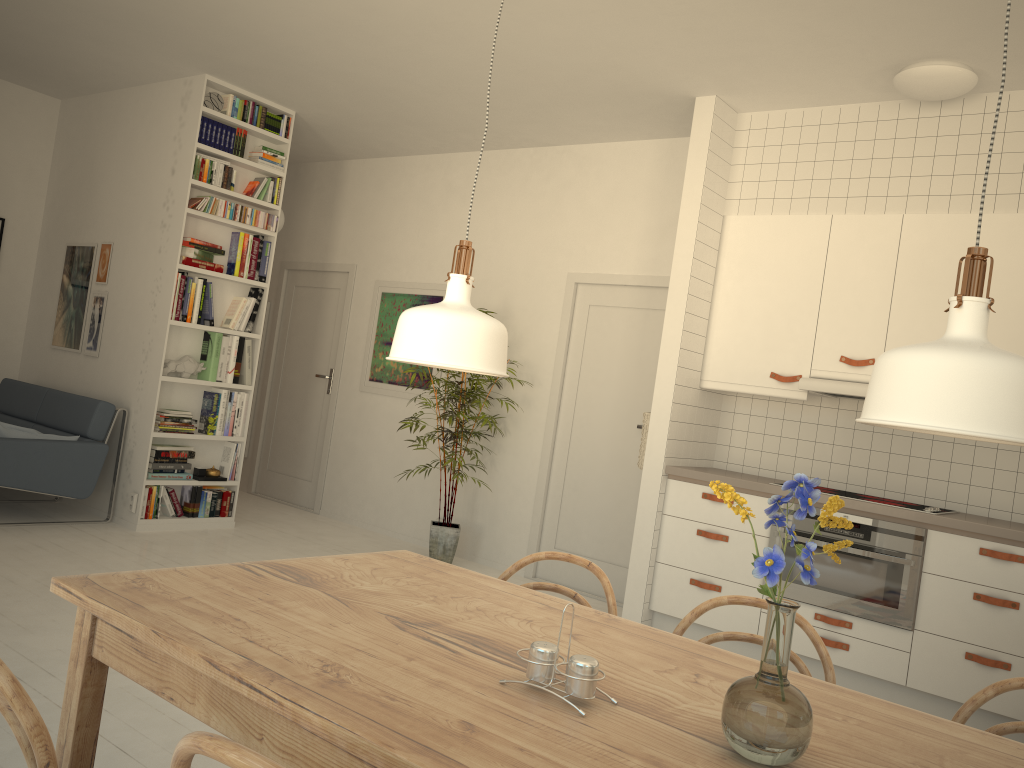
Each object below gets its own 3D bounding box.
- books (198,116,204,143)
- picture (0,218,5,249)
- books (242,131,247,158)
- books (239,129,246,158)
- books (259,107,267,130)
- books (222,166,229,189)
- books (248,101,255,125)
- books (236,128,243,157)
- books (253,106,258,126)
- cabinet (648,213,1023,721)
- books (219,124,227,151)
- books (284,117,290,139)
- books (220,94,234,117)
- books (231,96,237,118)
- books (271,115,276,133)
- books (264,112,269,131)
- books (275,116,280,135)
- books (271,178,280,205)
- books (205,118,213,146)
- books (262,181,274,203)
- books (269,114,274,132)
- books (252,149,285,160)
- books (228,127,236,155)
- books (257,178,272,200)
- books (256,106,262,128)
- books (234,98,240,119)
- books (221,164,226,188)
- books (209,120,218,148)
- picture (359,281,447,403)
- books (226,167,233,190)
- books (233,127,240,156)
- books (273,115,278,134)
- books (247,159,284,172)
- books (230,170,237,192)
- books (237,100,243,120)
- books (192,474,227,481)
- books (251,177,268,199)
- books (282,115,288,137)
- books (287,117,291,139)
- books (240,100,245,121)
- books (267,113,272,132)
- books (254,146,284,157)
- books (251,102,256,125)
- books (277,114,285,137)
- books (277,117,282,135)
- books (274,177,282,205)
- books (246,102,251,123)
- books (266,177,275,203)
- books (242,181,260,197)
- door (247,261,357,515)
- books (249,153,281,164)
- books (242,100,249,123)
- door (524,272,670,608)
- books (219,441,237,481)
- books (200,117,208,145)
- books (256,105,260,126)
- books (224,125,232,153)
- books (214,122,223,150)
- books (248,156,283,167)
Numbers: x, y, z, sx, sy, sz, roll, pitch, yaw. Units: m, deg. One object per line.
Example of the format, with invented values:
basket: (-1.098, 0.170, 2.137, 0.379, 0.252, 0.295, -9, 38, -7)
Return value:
books: (-2.050, -1.620, 5.665, 0.188, 0.179, 0.034, 8, -1, 38)
picture: (-3.895, -1.037, 6.314, 0.015, 0.402, 0.481, 8, -1, 38)
books: (-1.855, -1.595, 5.938, 0.205, 0.191, 0.020, 8, -1, 38)
books: (-1.858, -1.596, 5.915, 0.205, 0.191, 0.020, 8, -1, 38)
books: (-1.744, -1.795, 6.020, 0.200, 0.152, 0.032, 8, -1, 38)
books: (-1.948, -1.355, 5.845, 0.207, 0.155, 0.024, 8, -1, 38)
books: (-1.814, -1.807, 5.950, 0.228, 0.156, 0.024, 8, -1, 38)
books: (-1.877, -1.599, 5.904, 0.205, 0.191, 0.020, 8, -1, 38)
books: (-1.783, -1.793, 5.966, 0.201, 0.137, 0.019, 8, -1, 38)
cabinet: (2.251, 0.299, 2.522, 4.847, 2.160, 2.851, 8, -1, 38)
books: (-1.944, -1.604, 5.804, 0.188, 0.179, 0.034, 8, -1, 38)
books: (-1.633, -1.775, 6.176, 0.228, 0.151, 0.021, 8, -1, 38)
books: (-1.887, -1.816, 5.811, 0.155, 0.149, 0.026, 8, -1, 38)
books: (-1.889, -1.814, 5.837, 0.209, 0.146, 0.013, 8, -1, 38)
books: (-1.677, -1.773, 6.065, 0.150, 0.130, 0.017, 8, -1, 38)
books: (-1.708, -1.778, 6.023, 0.150, 0.130, 0.017, 8, -1, 38)
books: (-1.656, -1.770, 6.092, 0.150, 0.130, 0.017, 8, -1, 38)
books: (-1.699, -1.335, 6.160, 0.218, 0.188, 0.014, 8, -1, 38)
books: (-2.007, -1.614, 5.721, 0.188, 0.179, 0.034, 8, -1, 38)
books: (-1.727, -1.321, 6.121, 0.200, 0.153, 0.030, 8, -1, 38)
books: (-1.687, -1.775, 6.051, 0.150, 0.130, 0.017, 8, -1, 38)
books: (-1.692, -1.570, 6.094, 0.209, 0.016, 0.179, 8, -1, 43)
books: (-1.902, -1.597, 5.859, 0.188, 0.179, 0.034, 8, -1, 38)
books: (-1.756, -1.335, 6.088, 0.229, 0.168, 0.065, 8, -1, 38)
books: (-1.776, -1.800, 6.004, 0.212, 0.154, 0.032, 8, -1, 38)
books: (-1.859, -1.805, 5.836, 0.161, 0.137, 0.023, 8, -1, 38)
books: (-1.944, -1.357, 5.819, 0.176, 0.159, 0.013, 8, -1, 38)
books: (-1.986, -1.610, 5.748, 0.188, 0.179, 0.034, 8, -1, 38)
picture: (-0.810, -0.334, 6.712, 0.822, 0.877, 0.012, 8, -1, 38)
books: (-1.908, -1.348, 5.844, 0.176, 0.153, 0.023, 8, -1, 38)
books: (-1.892, -1.601, 5.890, 0.205, 0.191, 0.020, 8, -1, 38)
books: (-1.666, -1.771, 6.078, 0.150, 0.130, 0.017, 8, -1, 38)
books: (-1.727, -1.497, 6.103, 0.223, 0.038, 0.214, 8, -1, 38)
books: (-1.901, -1.342, 5.885, 0.189, 0.145, 0.020, 8, -1, 38)
books: (-1.878, -1.805, 5.881, 0.253, 0.131, 0.025, 8, -1, 38)
books: (-2.043, 0.631, 5.956, 0.130, 0.023, 0.214, 8, -1, 38)
books: (-1.786, -1.337, 6.070, 0.223, 0.165, 0.092, 8, -1, 38)
books: (-1.648, -1.780, 6.162, 0.229, 0.156, 0.020, 8, -1, 38)
books: (-1.640, -1.778, 6.203, 0.260, 0.154, 0.014, 8, -1, 38)
books: (-1.854, -1.806, 5.889, 0.207, 0.141, 0.018, 8, -1, 38)
books: (-1.698, -1.776, 6.037, 0.150, 0.130, 0.017, 8, -1, 38)
books: (-1.697, -1.595, 6.112, 0.188, 0.032, 0.169, 8, -1, 43)
books: (-1.799, -1.805, 5.961, 0.220, 0.158, 0.012, 8, -1, 38)
books: (-1.631, -1.776, 6.122, 0.150, 0.157, 0.019, 8, -1, 38)
books: (-1.645, -1.768, 6.106, 0.150, 0.130, 0.017, 8, -1, 38)
books: (-1.685, -1.338, 6.174, 0.212, 0.199, 0.022, 8, -1, 38)
books: (-1.822, -1.805, 5.926, 0.188, 0.148, 0.024, 8, -1, 38)
books: (-1.721, -1.338, 6.153, 0.186, 0.187, 0.022, 8, -1, 38)
books: (-1.819, -1.324, 6.050, 0.200, 0.129, 0.073, 8, -1, 38)
door: (-1.739, -0.004, 7.458, 0.955, 2.033, 0.166, 8, -1, 38)
books: (-1.723, -1.550, 6.094, 0.199, 0.030, 0.173, 8, -1, 28)
books: (-1.825, -1.804, 5.896, 0.192, 0.147, 0.028, 8, -1, 38)
door: (0.637, 0.325, 5.612, 0.955, 2.033, 0.166, 8, -1, 38)
books: (-1.991, 0.521, 6.112, 0.209, 0.257, 0.034, 8, -1, 38)
books: (-2.028, -1.617, 5.693, 0.188, 0.179, 0.034, 8, -1, 38)
books: (-1.779, -1.800, 5.981, 0.209, 0.151, 0.009, 8, -1, 38)
books: (-1.923, -1.600, 5.832, 0.188, 0.179, 0.034, 8, -1, 38)
books: (-1.965, -1.607, 5.776, 0.188, 0.179, 0.034, 8, -1, 38)
books: (-1.720, -1.525, 6.104, 0.209, 0.018, 0.200, 8, -1, 38)
